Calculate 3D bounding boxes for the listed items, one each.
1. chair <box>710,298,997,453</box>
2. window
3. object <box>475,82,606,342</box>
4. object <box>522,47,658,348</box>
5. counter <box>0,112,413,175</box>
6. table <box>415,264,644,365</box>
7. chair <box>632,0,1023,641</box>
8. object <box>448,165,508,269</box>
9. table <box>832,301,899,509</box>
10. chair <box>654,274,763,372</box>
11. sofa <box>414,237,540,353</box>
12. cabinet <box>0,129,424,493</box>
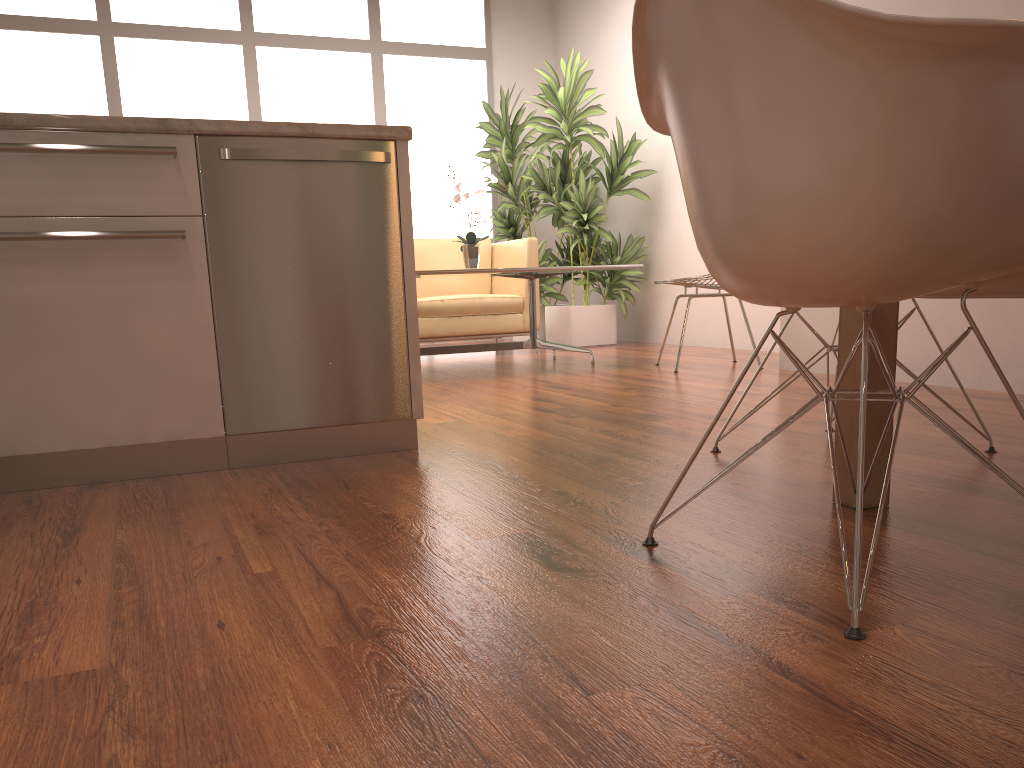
[{"bbox_3d":[0.849,-0.256,2.273,0.676,0.876,0.639,-9,12,-37],"label":"chair"},{"bbox_3d":[-3.896,-1.761,6.264,8.509,3.340,0.061,-5,12,-22],"label":"window"},{"bbox_3d":[0.263,-1.407,7.323,1.079,2.143,0.950,-3,10,-4],"label":"object"},{"bbox_3d":[0.541,-1.352,6.715,0.964,2.143,1.064,-4,10,-9],"label":"object"},{"bbox_3d":[-0.287,-1.253,1.468,3.197,1.371,3.038,-5,8,-22],"label":"counter"},{"bbox_3d":[-0.293,-0.363,5.096,1.859,0.570,0.931,-5,8,-22],"label":"table"},{"bbox_3d":[0.501,-0.142,1.338,0.637,0.876,0.678,-7,11,-27],"label":"chair"},{"bbox_3d":[-0.225,-0.942,4.987,0.295,0.600,0.367,-8,11,-28],"label":"object"},{"bbox_3d":[1.515,-0.117,0.971,1.020,0.823,2.053,-6,8,-23],"label":"table"},{"bbox_3d":[1.061,-0.544,4.691,0.560,0.917,0.534,-3,10,-2],"label":"chair"},{"bbox_3d":[-0.788,-0.607,6.235,1.791,0.853,0.870,-5,9,-22],"label":"sofa"},{"bbox_3d":[-0.638,-0.760,0.764,1.902,2.315,4.204,-6,8,-23],"label":"cabinet"}]
